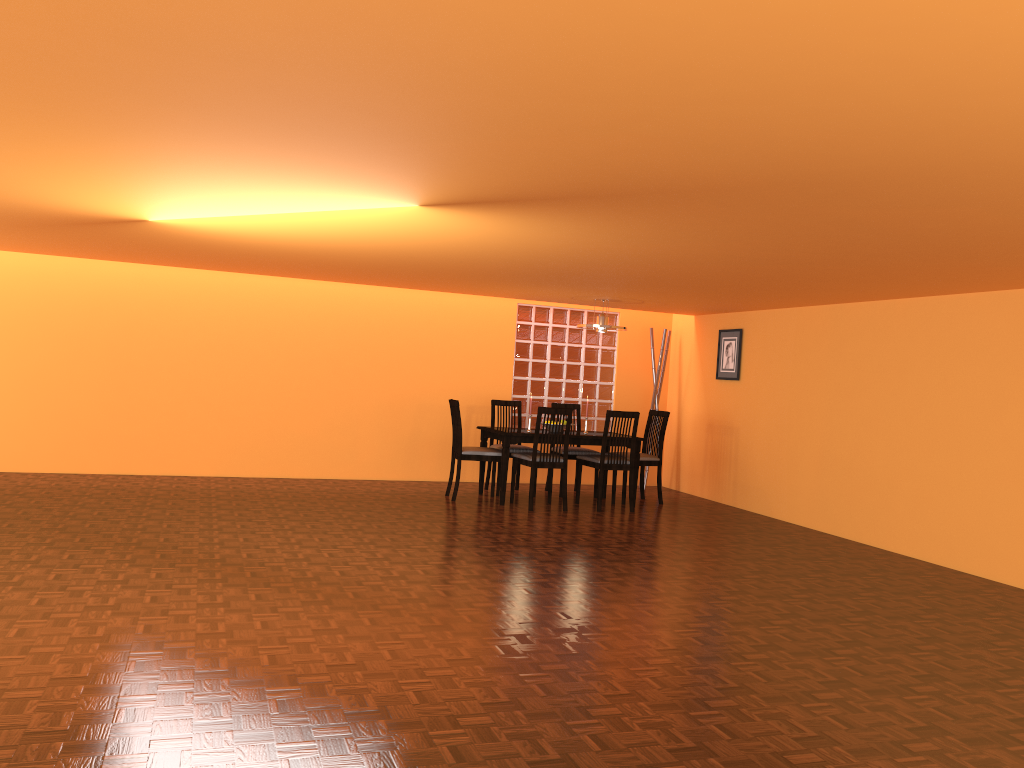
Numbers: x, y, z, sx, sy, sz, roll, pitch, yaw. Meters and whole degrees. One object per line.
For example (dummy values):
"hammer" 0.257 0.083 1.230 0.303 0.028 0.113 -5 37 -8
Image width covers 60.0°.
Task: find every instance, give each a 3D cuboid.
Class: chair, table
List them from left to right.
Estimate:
"chair" -0.298 0.541 7.224 0.465 0.809 0.373 4 1 -14
"chair" -0.007 0.554 7.732 0.373 0.809 0.465 3 1 -19
"chair" 0.242 0.577 7.008 0.373 0.809 0.465 3 1 -19
"table" 0.386 0.695 7.436 1.259 0.584 0.697 3 1 -19
"chair" 0.537 0.587 7.922 0.373 0.809 0.465 3 1 -19
"chair" 0.786 0.610 7.198 0.373 0.809 0.465 3 1 -19
"chair" 1.084 0.624 7.697 0.465 0.809 0.373 3 1 -24

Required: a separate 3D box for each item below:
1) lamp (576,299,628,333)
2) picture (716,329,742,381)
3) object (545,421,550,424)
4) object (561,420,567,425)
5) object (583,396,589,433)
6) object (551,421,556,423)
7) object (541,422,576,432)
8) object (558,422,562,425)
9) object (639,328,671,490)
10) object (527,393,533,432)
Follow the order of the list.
"lamp" 0.769 -0.577 7.529 0.435 0.274 0.435 4 1 3
"picture" 1.944 -0.263 7.950 0.014 0.456 0.361 3 1 -19
"object" 0.299 0.327 7.363 0.055 0.046 0.046 3 1 -36
"object" 0.434 0.334 7.457 0.069 0.066 0.069 4 1 -9
"object" 0.635 0.254 7.525 0.044 0.326 0.044 3 1 -30
"object" 0.329 0.348 7.451 0.087 0.076 0.089 4 1 -13
"object" 0.364 0.365 7.432 0.337 0.072 0.337 4 1 37
"object" 0.403 0.346 7.384 0.066 0.070 0.055 3 1 -38
"object" 1.407 0.248 8.640 0.226 1.589 0.308 4 1 3
"object" 0.152 0.226 7.267 0.044 0.326 0.044 3 1 -30
